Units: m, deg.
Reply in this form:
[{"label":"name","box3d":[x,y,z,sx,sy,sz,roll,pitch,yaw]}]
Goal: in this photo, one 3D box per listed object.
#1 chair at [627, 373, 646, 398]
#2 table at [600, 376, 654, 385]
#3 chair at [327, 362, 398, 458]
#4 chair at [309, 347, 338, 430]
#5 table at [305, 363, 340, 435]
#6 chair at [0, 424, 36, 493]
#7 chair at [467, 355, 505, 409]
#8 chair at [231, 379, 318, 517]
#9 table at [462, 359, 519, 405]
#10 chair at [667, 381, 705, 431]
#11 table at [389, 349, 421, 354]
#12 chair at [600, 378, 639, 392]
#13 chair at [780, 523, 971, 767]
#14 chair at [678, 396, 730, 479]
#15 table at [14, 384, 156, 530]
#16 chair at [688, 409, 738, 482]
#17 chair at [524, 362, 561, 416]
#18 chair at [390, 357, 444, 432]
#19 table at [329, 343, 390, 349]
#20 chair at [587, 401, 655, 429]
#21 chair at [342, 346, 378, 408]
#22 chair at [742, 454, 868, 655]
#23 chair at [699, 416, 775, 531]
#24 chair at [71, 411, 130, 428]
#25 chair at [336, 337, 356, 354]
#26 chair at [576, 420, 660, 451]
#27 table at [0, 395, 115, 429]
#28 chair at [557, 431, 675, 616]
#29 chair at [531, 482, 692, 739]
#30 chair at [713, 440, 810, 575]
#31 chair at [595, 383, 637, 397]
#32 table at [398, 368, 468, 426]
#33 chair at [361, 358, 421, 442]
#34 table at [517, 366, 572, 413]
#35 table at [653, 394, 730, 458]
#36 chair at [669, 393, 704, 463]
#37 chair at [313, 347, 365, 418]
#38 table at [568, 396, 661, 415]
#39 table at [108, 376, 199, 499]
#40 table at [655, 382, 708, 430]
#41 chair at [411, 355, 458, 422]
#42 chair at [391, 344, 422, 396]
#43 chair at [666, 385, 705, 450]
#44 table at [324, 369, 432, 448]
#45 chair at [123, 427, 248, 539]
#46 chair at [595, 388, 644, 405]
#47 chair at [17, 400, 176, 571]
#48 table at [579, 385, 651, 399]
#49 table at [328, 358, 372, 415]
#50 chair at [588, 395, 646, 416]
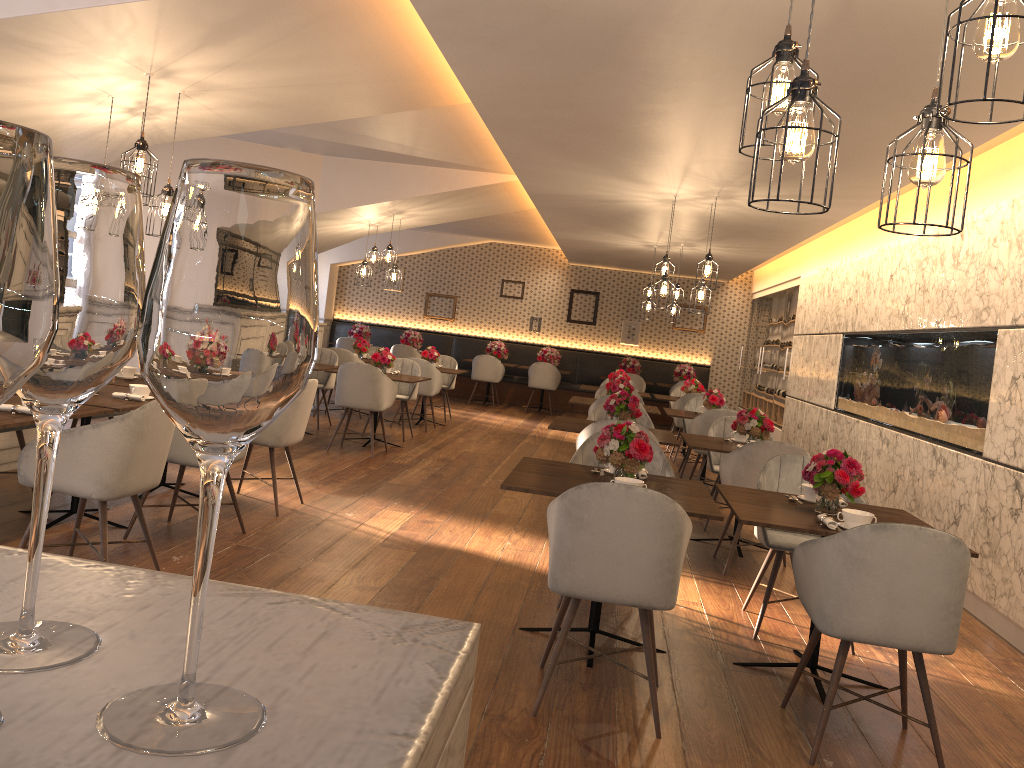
[{"label":"chair","box3d":[1.902,0.247,14.599,0.565,0.872,0.526,7,1,7]},{"label":"table","box3d":[1.934,0.285,15.271,0.897,0.720,0.897,7,2,7]},{"label":"chair","box3d":[-1.437,0.220,8.481,0.565,0.872,0.526,7,1,7]},{"label":"chair","box3d":[-2.256,0.029,9.917,0.565,0.872,0.526,7,1,7]},{"label":"table","box3d":[-2.350,0.135,9.266,0.897,0.720,0.897,7,2,7]},{"label":"chair","box3d":[-3.027,0.242,5.016,0.526,0.872,0.565,7,1,7]},{"label":"chair","box3d":[-0.439,-0.058,14.881,0.565,0.872,0.526,7,1,7]},{"label":"chair","box3d":[-1.605,0.367,5.809,0.526,0.872,0.565,7,1,7]},{"label":"table","box3d":[-0.407,-0.020,15.552,0.897,0.720,0.897,7,2,7]},{"label":"chair","box3d":[2.847,0.370,14.486,0.565,0.872,0.526,7,1,7]},{"label":"table","box3d":[-1.803,-0.202,15.720,0.897,0.720,0.897,7,2,7]},{"label":"chair","box3d":[1.433,0.345,12.117,0.565,0.872,0.526,7,1,7]},{"label":"chair","box3d":[1.317,0.889,3.206,0.565,0.872,0.526,7,1,7]},{"label":"chair","box3d":[2.086,0.586,9.544,0.565,0.872,0.526,7,1,7]},{"label":"table","box3d":[-2.391,0.403,4.918,0.897,0.720,0.897,7,2,7]},{"label":"chair","box3d":[1.914,0.648,8.227,0.565,0.872,0.526,7,1,7]},{"label":"chair","box3d":[0.506,0.065,14.767,0.565,0.872,0.526,7,1,7]},{"label":"chair","box3d":[-1.162,0.109,10.789,0.565,0.872,0.526,7,1,7]},{"label":"table","box3d":[-2.748,-0.326,15.834,0.897,0.720,0.897,7,2,7]},{"label":"chair","box3d":[0.836,0.586,7.097,0.565,0.872,0.526,7,1,7]},{"label":"chair","box3d":[-1.982,-0.081,12.225,0.565,0.872,0.526,7,1,7]},{"label":"chair","box3d":[1.489,0.828,4.523,0.565,0.872,0.526,7,1,7]},{"label":"chair","box3d":[1.782,0.710,6.983,0.565,0.872,0.526,7,1,7]},{"label":"chair","box3d":[-2.916,0.197,5.948,0.526,0.872,0.565,7,1,7]},{"label":"chair","box3d":[-2.780,-0.364,15.162,0.565,0.872,0.526,7,1,7]},{"label":"chair","box3d":[0.665,0.648,5.780,0.565,0.872,0.526,7,1,7]},{"label":"table","box3d":[-2.502,0.447,3.985,0.897,0.720,0.897,7,2,7]},{"label":"chair","box3d":[0.544,0.705,4.637,0.565,0.872,0.526,7,1,7]},{"label":"chair","box3d":[0.372,0.766,3.320,0.565,0.872,0.526,7,1,7]},{"label":"chair","box3d":[1.610,0.771,5.666,0.565,0.872,0.526,7,1,7]},{"label":"chair","box3d":[1.262,0.406,10.800,0.565,0.872,0.526,7,1,7]},{"label":"table","box3d":[-1.130,0.147,11.460,0.897,0.720,0.897,7,2,7]},{"label":"chair","box3d":[-1.311,0.153,9.804,0.565,0.872,0.526,7,1,7]},{"label":"table","box3d":[0.538,0.103,15.439,0.897,0.720,0.897,7,2,7]},{"label":"table","box3d":[2.239,0.568,11.358,0.897,0.720,0.897,7,2,7]},{"label":"chair","box3d":[2.207,0.530,10.687,0.565,0.872,0.526,7,1,7]},{"label":"chair","box3d":[-2.108,-0.014,10.902,0.565,0.872,0.526,7,1,7]},{"label":"table","box3d":[1.002,0.563,9.011,0.897,0.720,0.897,7,2,7]},{"label":"table","box3d":[-2.280,0.358,5.850,0.897,0.720,0.897,7,2,7]},{"label":"table","box3d":[2.880,0.408,15.157,0.897,0.720,0.897,7,2,7]},{"label":"chair","box3d":[-1.036,0.042,12.111,0.565,0.872,0.526,7,1,7]},{"label":"chair","box3d":[-1.835,-0.240,15.048,0.565,0.872,0.526,7,1,7]},{"label":"chair","box3d":[2.379,0.468,12.004,0.565,0.872,0.526,7,1,7]},{"label":"table","box3d":[-1.405,0.258,9.152,0.897,0.720,0.897,7,2,7]},{"label":"chair","box3d":[-1.716,0.412,4.876,0.526,0.872,0.565,7,1,7]},{"label":"chair","box3d":[1.141,0.463,9.657,0.565,0.872,0.526,7,1,7]},{"label":"chair","box3d":[-1.827,0.457,3.944,0.526,0.872,0.565,7,1,7]},{"label":"table","box3d":[1.294,0.444,11.472,0.897,0.720,0.897,7,2,7]},{"label":"table","box3d":[-2.075,0.024,11.574,0.897,0.720,0.897,7,2,7]},{"label":"chair","box3d":[0.969,0.525,8.340,0.565,0.872,0.526,7,1,7]}]
